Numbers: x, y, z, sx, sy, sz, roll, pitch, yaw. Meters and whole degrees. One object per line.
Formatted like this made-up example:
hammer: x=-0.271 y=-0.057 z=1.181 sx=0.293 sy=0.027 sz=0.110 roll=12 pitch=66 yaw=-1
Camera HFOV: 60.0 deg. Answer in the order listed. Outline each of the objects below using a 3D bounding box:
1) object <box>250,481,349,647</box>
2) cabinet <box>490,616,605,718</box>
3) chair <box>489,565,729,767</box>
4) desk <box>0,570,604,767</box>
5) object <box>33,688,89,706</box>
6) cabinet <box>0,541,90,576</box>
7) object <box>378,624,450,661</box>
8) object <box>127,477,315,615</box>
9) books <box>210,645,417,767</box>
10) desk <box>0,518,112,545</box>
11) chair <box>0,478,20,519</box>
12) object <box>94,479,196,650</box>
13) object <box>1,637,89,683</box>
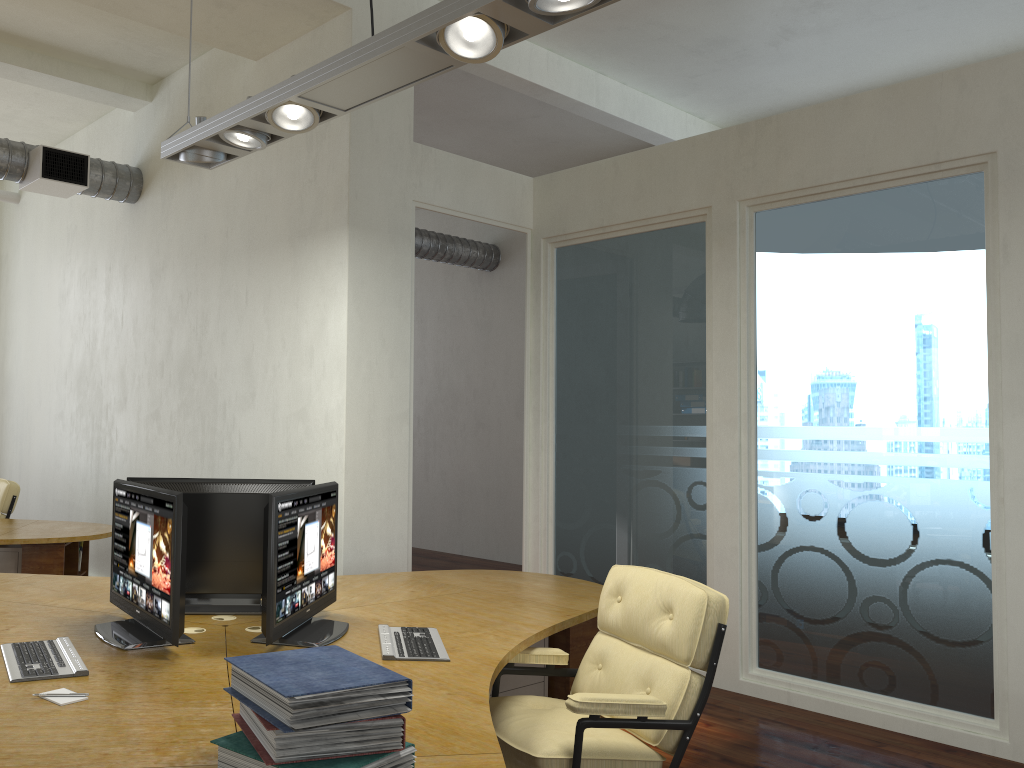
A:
object: x=-0.777 y=0.667 z=3.363 sx=0.302 sy=0.552 sz=0.777 roll=0 pitch=-3 yaw=6
cabinet: x=-0.170 y=1.393 z=4.320 sx=0.803 sy=0.709 sz=0.974 roll=4 pitch=-4 yaw=-45
chair: x=0.261 y=1.179 z=3.141 sx=0.738 sy=1.021 sz=0.757 roll=2 pitch=-3 yaw=-20
desk: x=-1.514 y=1.310 z=3.583 sx=3.722 sy=0.734 sz=3.657 roll=0 pitch=-3 yaw=16
object: x=-1.277 y=0.881 z=2.508 sx=0.147 sy=0.015 sz=0.100 roll=-1 pitch=-4 yaw=34
cabinet: x=-3.639 y=1.449 z=6.505 sx=0.870 sy=0.709 sz=0.907 roll=1 pitch=-3 yaw=-10
object: x=-0.365 y=0.935 z=3.220 sx=0.226 sy=0.016 sz=0.481 roll=1 pitch=-3 yaw=-8
object: x=-1.253 y=0.682 z=3.809 sx=0.794 sy=0.552 sz=0.296 roll=1 pitch=-3 yaw=-5
books: x=-0.453 y=0.762 z=1.998 sx=0.379 sy=0.227 sz=0.500 roll=3 pitch=-4 yaw=-34
desk: x=-5.336 y=1.414 z=6.755 sx=3.525 sy=0.734 sz=3.841 roll=4 pitch=-4 yaw=-39
chair: x=-4.735 y=1.337 z=7.687 sx=0.707 sy=1.021 sz=0.786 roll=3 pitch=-4 yaw=-40
object: x=-1.375 y=0.652 z=3.292 sx=0.265 sy=0.552 sz=0.882 roll=3 pitch=-4 yaw=-36
object: x=-1.540 y=0.897 z=2.907 sx=0.211 sy=0.016 sz=0.515 roll=3 pitch=-4 yaw=-32
